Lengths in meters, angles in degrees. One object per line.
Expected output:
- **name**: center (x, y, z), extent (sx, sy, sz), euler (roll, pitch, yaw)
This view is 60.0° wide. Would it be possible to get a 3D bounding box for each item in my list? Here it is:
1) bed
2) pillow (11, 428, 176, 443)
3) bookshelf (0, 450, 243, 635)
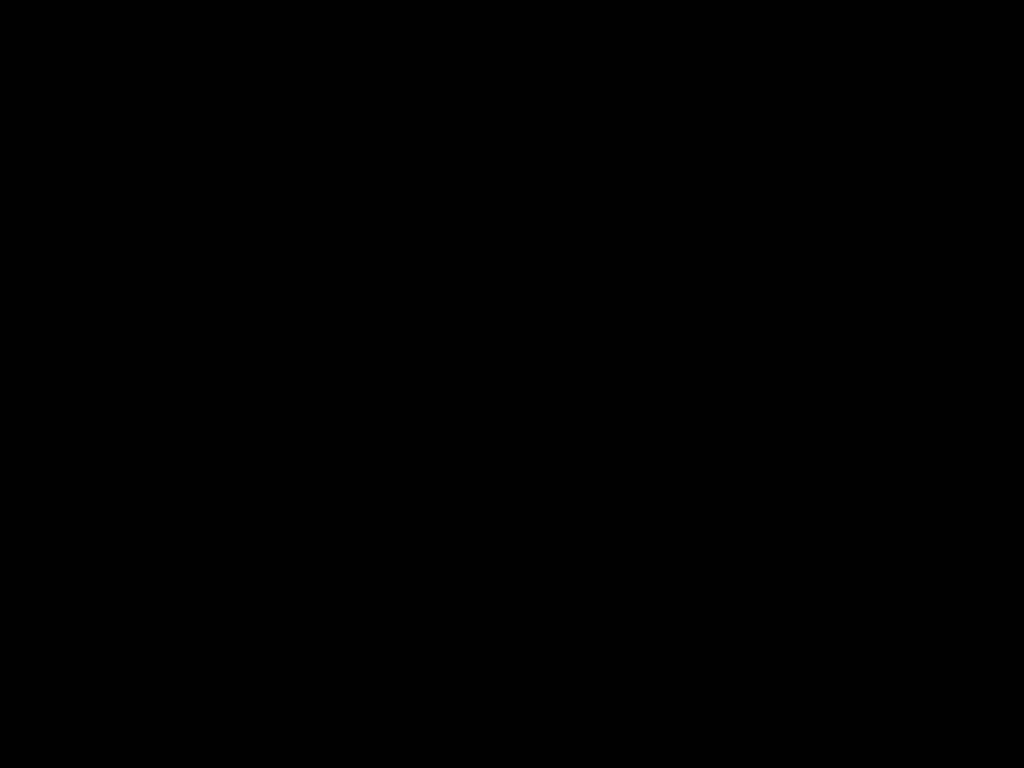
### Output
- **bed**: center (-0.002, -0.308, 0.490), extent (3.009, 0.994, 2.087), euler (-13, -8, 39)
- **pillow**: center (-0.978, 0.052, 1.719), extent (0.470, 0.241, 0.498), euler (-9, -6, 4)
- **bookshelf**: center (-1.333, 0.359, 1.601), extent (0.643, 0.303, 1.495), euler (-13, -8, 39)
